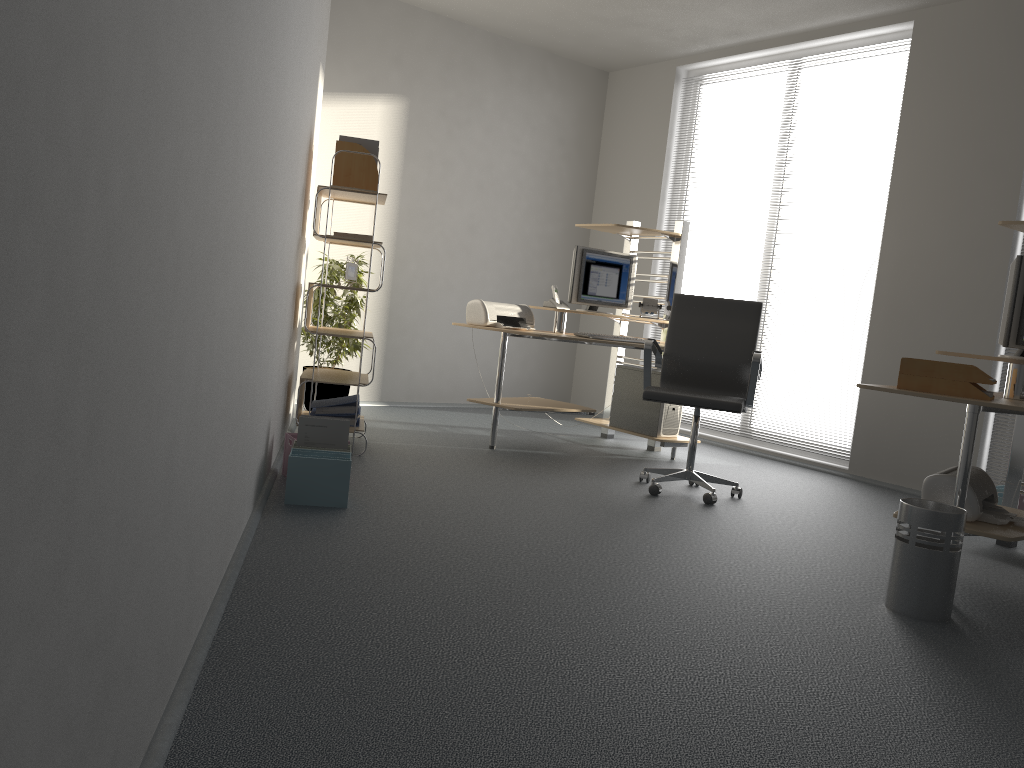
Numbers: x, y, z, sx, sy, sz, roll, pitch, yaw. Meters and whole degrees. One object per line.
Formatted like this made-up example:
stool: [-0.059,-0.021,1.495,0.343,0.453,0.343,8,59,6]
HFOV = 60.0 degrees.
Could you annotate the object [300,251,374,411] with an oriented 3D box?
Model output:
object: [-1.201,-0.351,6.022,0.544,1.147,0.644,6,5,-9]

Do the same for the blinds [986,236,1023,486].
blinds: [3.507,-0.593,4.324,0.022,2.770,1.950,2,6,-38]

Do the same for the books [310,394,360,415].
books: [-0.979,0.113,4.923,0.263,0.100,0.320,6,5,-10]

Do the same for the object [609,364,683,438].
object: [0.905,0.111,5.910,0.199,0.422,0.471,2,6,-38]

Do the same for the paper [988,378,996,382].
paper: [1.622,-0.032,3.293,0.297,0.010,0.210,9,6,31]

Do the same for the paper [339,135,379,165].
paper: [-0.836,-1.172,4.775,0.213,0.297,0.045,5,5,-12]

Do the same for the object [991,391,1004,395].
object: [2.130,0.084,3.539,0.478,0.082,0.814,3,6,-30]

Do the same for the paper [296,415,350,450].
paper: [-0.815,0.295,3.808,0.220,0.306,0.068,5,5,-11]

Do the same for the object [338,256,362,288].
object: [-0.880,-0.614,4.866,0.077,0.161,0.192,7,5,8]

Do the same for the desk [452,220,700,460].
desk: [0.489,-0.346,5.612,1.469,1.566,0.967,2,6,-38]

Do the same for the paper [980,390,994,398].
paper: [1.616,0.019,3.298,0.297,0.019,0.210,9,6,31]

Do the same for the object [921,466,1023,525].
object: [1.791,0.422,3.373,0.351,0.162,0.438,10,6,36]

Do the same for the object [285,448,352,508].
object: [-0.787,0.387,3.619,0.245,0.202,0.185,5,5,-11]

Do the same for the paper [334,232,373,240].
paper: [-0.886,-0.810,4.950,0.213,0.046,0.297,5,5,-11]

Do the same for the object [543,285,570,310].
object: [0.294,-0.565,5.737,0.119,0.151,0.150,10,6,38]

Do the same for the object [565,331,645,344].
object: [0.493,-0.296,5.752,0.478,0.082,0.814,3,6,-30]

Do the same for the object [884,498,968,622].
object: [1.402,0.596,3.010,0.208,0.377,0.208,7,5,6]

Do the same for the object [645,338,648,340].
object: [0.746,-0.291,5.982,0.168,0.088,0.742,3,6,-35]

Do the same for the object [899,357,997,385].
object: [1.623,-0.049,3.292,0.309,0.060,0.225,9,6,31]

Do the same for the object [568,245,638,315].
object: [0.588,-0.688,5.969,0.516,0.418,0.245,4,5,-23]

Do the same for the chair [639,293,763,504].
chair: [0.986,0.056,4.658,0.584,1.048,0.652,8,5,18]

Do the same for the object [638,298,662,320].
object: [0.929,-0.508,5.980,0.154,0.135,0.093,6,5,-1]

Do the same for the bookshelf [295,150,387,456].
bookshelf: [-0.923,-0.438,4.886,0.381,1.572,0.724,5,5,-10]

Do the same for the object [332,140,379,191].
object: [-0.832,-1.150,4.758,0.243,0.259,0.113,5,5,-12]

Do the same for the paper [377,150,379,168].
paper: [-0.873,-1.198,5.020,0.213,0.297,0.045,6,5,-7]

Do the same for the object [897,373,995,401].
object: [1.617,0.007,3.297,0.309,0.060,0.225,9,6,31]

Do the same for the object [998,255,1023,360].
object: [2.253,-0.307,3.785,0.516,0.418,0.245,5,5,-16]

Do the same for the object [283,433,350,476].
object: [-0.888,0.340,4.015,0.245,0.202,0.185,4,6,-29]

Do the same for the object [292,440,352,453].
object: [-0.821,0.367,3.800,0.245,0.202,0.185,5,5,-11]

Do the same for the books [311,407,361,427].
books: [-0.975,0.168,4.930,0.262,0.072,0.320,6,5,-10]

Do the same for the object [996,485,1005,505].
object: [2.699,0.671,4.799,0.245,0.202,0.185,2,6,-37]

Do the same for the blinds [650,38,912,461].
blinds: [1.825,-0.978,6.531,0.037,2.749,1.950,2,6,-38]

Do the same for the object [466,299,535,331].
object: [-0.015,-0.425,5.519,0.351,0.162,0.438,11,7,44]

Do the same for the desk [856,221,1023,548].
desk: [2.166,0.038,3.410,1.469,1.566,0.967,2,6,-38]
